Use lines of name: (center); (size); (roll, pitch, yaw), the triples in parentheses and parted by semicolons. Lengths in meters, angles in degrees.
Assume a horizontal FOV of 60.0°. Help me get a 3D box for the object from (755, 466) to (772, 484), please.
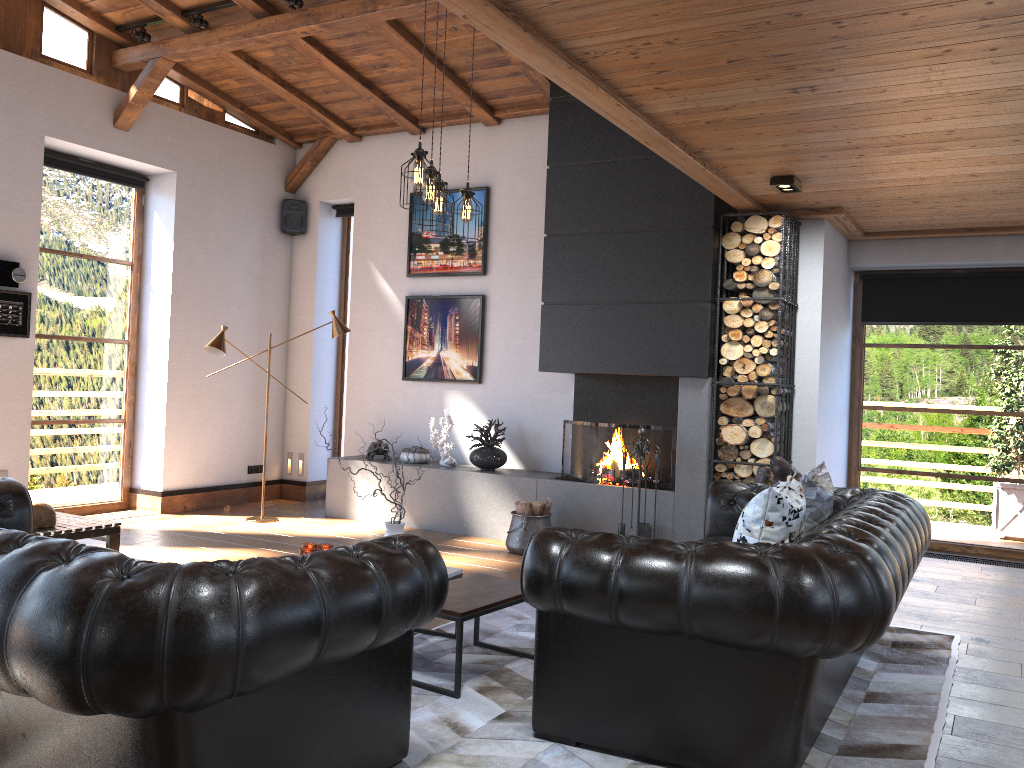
object: (1.708, 0.977, 6.331); (0.266, 0.795, 0.265); (2, -1, 12)

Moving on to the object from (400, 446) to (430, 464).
object: (-0.890, 0.645, 8.127); (0.278, 0.160, 0.261); (2, 0, 31)

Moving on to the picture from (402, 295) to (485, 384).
picture: (-0.653, -0.425, 8.322); (0.871, 0.816, 0.036); (2, -1, 29)

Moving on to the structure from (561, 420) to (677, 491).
structure: (0.802, 0.569, 7.047); (0.973, 0.514, 0.185); (2, -1, 29)

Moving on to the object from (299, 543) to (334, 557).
object: (-0.946, 0.862, 4.445); (0.248, 0.081, 0.299); (2, 0, -22)

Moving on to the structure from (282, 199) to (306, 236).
structure: (-2.251, -1.720, 9.151); (0.211, 0.349, 0.216); (2, -1, 29)

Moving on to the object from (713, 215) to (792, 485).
object: (1.817, 0.067, 6.671); (0.489, 2.612, 0.471); (2, -1, 29)

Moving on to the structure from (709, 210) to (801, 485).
structure: (1.819, 0.061, 6.659); (0.497, 2.617, 0.517); (2, -1, 29)

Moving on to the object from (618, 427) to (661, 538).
object: (0.938, 0.828, 6.533); (0.309, 1.018, 0.306); (3, -1, -16)

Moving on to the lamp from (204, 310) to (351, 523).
lamp: (-2.128, 0.259, 7.786); (1.337, 1.899, 0.521); (3, -1, -40)

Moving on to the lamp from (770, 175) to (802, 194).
lamp: (1.779, -1.299, 5.748); (0.154, 0.068, 0.264); (2, 0, 29)

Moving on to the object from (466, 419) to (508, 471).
object: (-0.203, 0.521, 7.727); (0.337, 0.455, 0.338); (3, -1, -35)

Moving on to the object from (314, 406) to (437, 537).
object: (-0.595, 0.512, 4.245); (0.401, 0.808, 0.627); (2, -1, 40)

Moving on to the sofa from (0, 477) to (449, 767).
sofa: (-1.594, 0.817, 3.017); (2.541, 0.838, 1.251); (2, 0, 28)

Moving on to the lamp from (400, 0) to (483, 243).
lamp: (-0.376, -1.943, 4.917); (0.259, 2.202, 0.809); (2, -1, 20)

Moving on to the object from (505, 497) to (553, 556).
object: (0.147, 1.094, 6.852); (0.388, 0.431, 0.380); (3, 0, -35)

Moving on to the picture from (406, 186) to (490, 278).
picture: (-0.613, -1.419, 8.335); (0.871, 0.816, 0.036); (2, -1, 29)

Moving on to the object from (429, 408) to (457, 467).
object: (-0.612, 0.477, 7.878); (0.259, 0.532, 0.426); (2, 0, -2)

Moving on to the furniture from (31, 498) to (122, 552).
furniture: (-3.826, 0.923, 5.039); (1.164, 0.437, 2.787); (2, 0, 29)

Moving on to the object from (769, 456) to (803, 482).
object: (1.703, 0.605, 5.454); (0.250, 0.319, 0.148); (2, -1, -20)

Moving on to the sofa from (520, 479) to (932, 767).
sofa: (1.139, 0.926, 3.978); (1.227, 0.838, 2.591); (2, 0, 29)

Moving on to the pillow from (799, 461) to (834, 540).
pillow: (1.434, 0.627, 4.384); (0.280, 0.469, 0.534); (2, 0, 32)

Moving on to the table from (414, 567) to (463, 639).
table: (-0.571, 1.093, 4.241); (0.397, 0.350, 0.656); (2, 0, 24)

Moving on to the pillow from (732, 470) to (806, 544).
pillow: (1.097, 0.614, 3.786); (0.280, 0.469, 0.534); (2, 0, 32)

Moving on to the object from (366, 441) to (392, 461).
object: (-1.243, 0.618, 8.298); (0.228, 0.183, 0.403); (2, 0, -17)

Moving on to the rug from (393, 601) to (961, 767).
rug: (0.453, 1.292, 3.726); (2.407, 0.053, 4.085); (2, 0, 30)

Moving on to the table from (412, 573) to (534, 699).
table: (-0.193, 1.109, 3.993); (0.396, 0.350, 0.657); (2, 0, 34)
